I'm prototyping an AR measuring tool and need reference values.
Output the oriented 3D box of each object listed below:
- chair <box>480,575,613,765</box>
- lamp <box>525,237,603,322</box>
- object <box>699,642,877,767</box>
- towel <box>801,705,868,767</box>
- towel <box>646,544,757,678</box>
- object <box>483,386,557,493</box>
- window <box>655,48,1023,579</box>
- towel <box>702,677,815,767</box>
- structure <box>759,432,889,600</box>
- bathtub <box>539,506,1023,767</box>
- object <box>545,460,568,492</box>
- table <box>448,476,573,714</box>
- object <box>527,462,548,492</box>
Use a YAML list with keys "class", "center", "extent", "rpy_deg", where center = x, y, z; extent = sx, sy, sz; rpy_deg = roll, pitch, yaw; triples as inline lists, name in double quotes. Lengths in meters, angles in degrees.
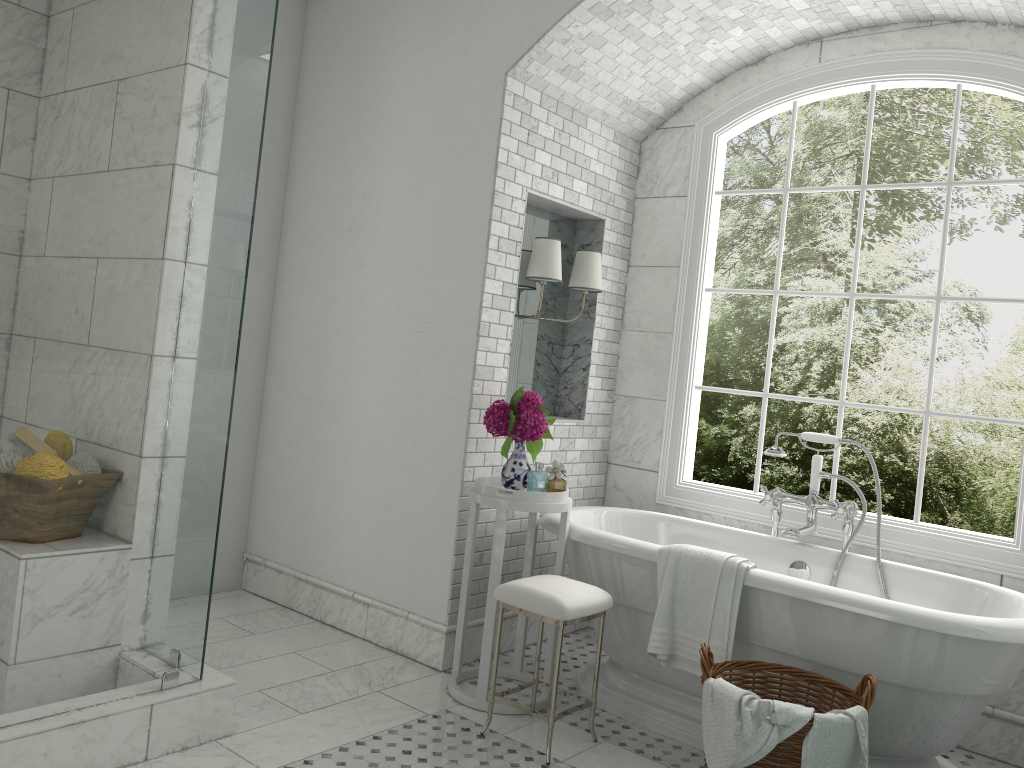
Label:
- class: "chair"
  center: [0.136, 1.067, 3.424]
  extent: [0.372, 0.603, 0.365]
  rpy_deg: [6, -1, 39]
- class: "lamp"
  center: [0.221, -0.517, 4.524]
  extent: [0.309, 0.383, 0.546]
  rpy_deg: [6, 0, 39]
- class: "object"
  center: [0.855, 1.174, 2.860]
  extent: [0.518, 0.571, 0.519]
  rpy_deg: [6, 0, -20]
- class: "towel"
  center: [0.869, 1.193, 2.803]
  extent: [0.382, 0.470, 0.460]
  rpy_deg: [6, 0, -12]
- class: "towel"
  center: [0.747, 0.869, 3.435]
  extent: [0.375, 0.463, 0.452]
  rpy_deg: [6, 0, 41]
- class: "object"
  center: [0.028, 0.239, 3.911]
  extent: [0.333, 0.472, 0.295]
  rpy_deg: [6, 0, 41]
- class: "window"
  center: [1.641, -0.424, 4.254]
  extent: [1.835, 2.325, 0.118]
  rpy_deg: [6, -1, 39]
- class: "towel"
  center: [0.796, 1.163, 2.788]
  extent: [0.400, 0.439, 0.482]
  rpy_deg: [6, 0, 40]
- class: "structure"
  center: [1.365, 0.872, 3.909]
  extent: [0.339, 1.286, 0.780]
  rpy_deg: [7, -1, -41]
- class: "bathtub"
  center: [1.040, 1.078, 3.684]
  extent: [2.170, 0.758, 0.939]
  rpy_deg: [7, 1, 39]
- class: "object"
  center: [0.198, 0.412, 3.807]
  extent: [0.097, 0.168, 0.085]
  rpy_deg: [6, -1, -30]
- class: "table"
  center: [-0.005, 0.887, 3.842]
  extent: [0.450, 0.907, 0.449]
  rpy_deg: [6, -1, 1]
- class: "object"
  center: [0.109, 0.411, 3.759]
  extent: [0.085, 0.154, 0.059]
  rpy_deg: [6, -1, -31]
